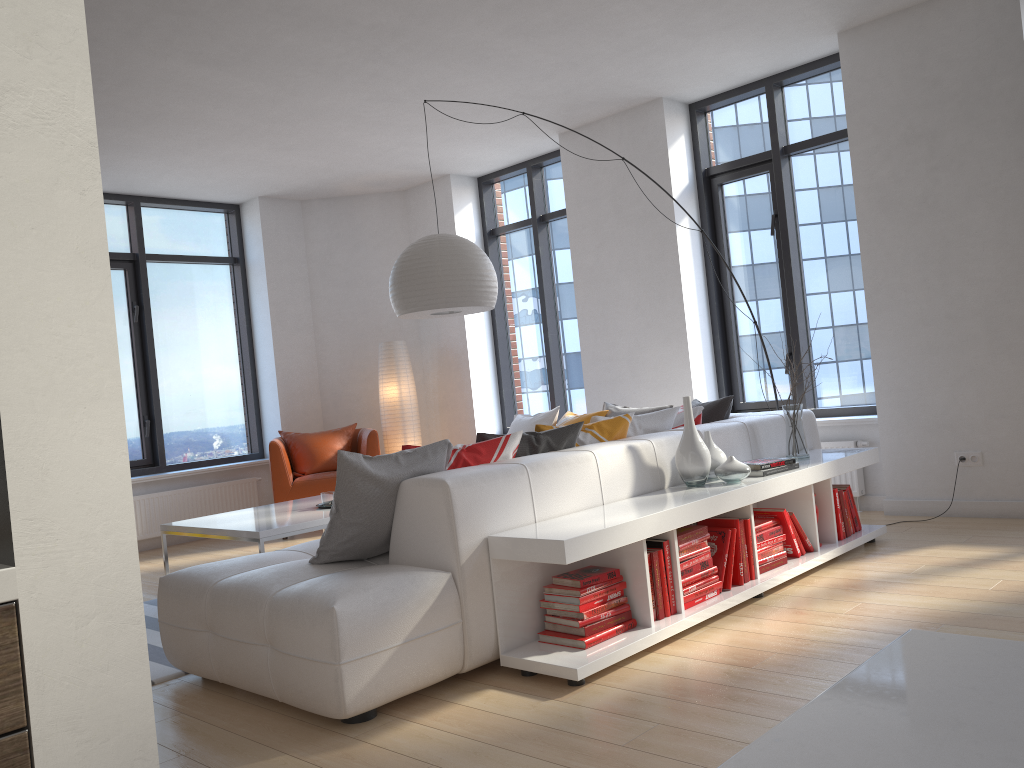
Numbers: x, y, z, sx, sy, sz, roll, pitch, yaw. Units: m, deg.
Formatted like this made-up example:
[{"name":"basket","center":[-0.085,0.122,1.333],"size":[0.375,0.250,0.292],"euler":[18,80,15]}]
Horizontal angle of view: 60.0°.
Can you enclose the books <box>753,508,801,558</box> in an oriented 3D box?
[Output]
[{"name":"books","center":[1.243,0.706,4.212],"size":[0.192,0.248,0.134],"euler":[-6,-1,44]}]

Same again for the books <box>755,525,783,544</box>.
[{"name":"books","center":[1.088,0.691,4.087],"size":[0.206,0.039,0.279],"euler":[-6,-1,43]}]

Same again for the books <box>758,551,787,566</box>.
[{"name":"books","center":[1.102,0.797,4.062],"size":[0.266,0.026,0.187],"euler":[-5,-1,-40]}]

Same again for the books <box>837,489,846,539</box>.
[{"name":"books","center":[1.607,0.666,4.561],"size":[0.185,0.262,0.056],"euler":[-6,-1,44]}]

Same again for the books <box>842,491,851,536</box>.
[{"name":"books","center":[1.654,0.669,4.606],"size":[0.175,0.247,0.066],"euler":[-6,-1,44]}]

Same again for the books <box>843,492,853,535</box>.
[{"name":"books","center":[1.675,0.674,4.635],"size":[0.165,0.230,0.081],"euler":[-6,-1,44]}]

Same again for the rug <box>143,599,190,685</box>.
[{"name":"rug","center":[-1.264,1.163,4.798],"size":[1.662,0.016,2.326],"euler":[-6,-1,44]}]

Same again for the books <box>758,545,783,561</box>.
[{"name":"books","center":[1.102,0.772,4.075],"size":[0.182,0.025,0.257],"euler":[-6,-1,44]}]

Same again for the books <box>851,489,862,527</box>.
[{"name":"books","center":[1.754,0.667,4.740],"size":[0.173,0.230,0.103],"euler":[-6,-1,44]}]

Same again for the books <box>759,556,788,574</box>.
[{"name":"books","center":[1.105,0.827,4.074],"size":[0.259,0.034,0.206],"euler":[-5,-1,-43]}]

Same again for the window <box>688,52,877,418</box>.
[{"name":"window","center":[1.968,-0.959,6.249],"size":[1.310,2.402,0.170],"euler":[-6,-1,44]}]

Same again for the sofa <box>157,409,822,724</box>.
[{"name":"sofa","center":[-0.289,0.703,4.788],"size":[2.614,0.732,3.424],"euler":[-6,-1,44]}]

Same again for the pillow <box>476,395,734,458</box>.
[{"name":"pillow","center":[0.552,0.345,4.527],"size":[0.608,0.436,2.120],"euler":[-6,-1,40]}]

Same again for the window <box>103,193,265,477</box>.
[{"name":"window","center":[-3.177,-0.425,7.693],"size":[0.170,2.402,1.960],"euler":[-6,-1,44]}]

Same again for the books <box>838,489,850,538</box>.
[{"name":"books","center":[1.626,0.669,4.592],"size":[0.199,0.252,0.076],"euler":[-6,-1,44]}]

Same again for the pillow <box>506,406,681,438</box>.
[{"name":"pillow","center":[0.265,0.377,5.360],"size":[0.580,0.456,2.156],"euler":[-6,0,-20]}]

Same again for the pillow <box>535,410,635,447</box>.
[{"name":"pillow","center":[0.309,0.389,5.043],"size":[0.630,0.440,2.095],"euler":[-6,0,1]}]

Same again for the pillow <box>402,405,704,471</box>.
[{"name":"pillow","center":[0.335,0.392,4.286],"size":[0.575,0.449,2.250],"euler":[-6,-1,41]}]

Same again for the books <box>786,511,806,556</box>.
[{"name":"books","center":[1.282,0.711,4.242],"size":[0.148,0.232,0.171],"euler":[-5,-1,-44]}]

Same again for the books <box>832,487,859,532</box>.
[{"name":"books","center":[1.710,0.662,4.688],"size":[0.187,0.249,0.119],"euler":[-6,-1,44]}]

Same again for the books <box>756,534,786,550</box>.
[{"name":"books","center":[1.104,0.723,4.077],"size":[0.261,0.027,0.191],"euler":[-5,-1,-42]}]

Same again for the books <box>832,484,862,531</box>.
[{"name":"books","center":[1.730,0.657,4.714],"size":[0.198,0.255,0.116],"euler":[-6,-1,44]}]

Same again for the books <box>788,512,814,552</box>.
[{"name":"books","center":[1.321,0.714,4.282],"size":[0.188,0.223,0.186],"euler":[-6,-1,44]}]

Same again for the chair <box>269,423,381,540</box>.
[{"name":"chair","center":[-1.577,0.788,7.535],"size":[0.896,0.858,0.843],"euler":[-6,0,-14]}]

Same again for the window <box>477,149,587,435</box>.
[{"name":"window","center":[0.321,-0.780,7.845],"size":[1.310,2.402,0.170],"euler":[-6,-1,44]}]

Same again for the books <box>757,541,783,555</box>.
[{"name":"books","center":[1.104,0.748,4.067],"size":[0.178,0.023,0.236],"euler":[-6,-1,44]}]

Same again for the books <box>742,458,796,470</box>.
[{"name":"books","center":[1.179,0.375,4.167],"size":[0.238,0.027,0.188],"euler":[-6,0,-33]}]

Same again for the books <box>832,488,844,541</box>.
[{"name":"books","center":[1.583,0.664,4.540],"size":[0.198,0.268,0.050],"euler":[-6,-1,44]}]

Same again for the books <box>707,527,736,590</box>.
[{"name":"books","center":[0.862,0.743,3.794],"size":[0.192,0.245,0.115],"euler":[-6,-1,44]}]

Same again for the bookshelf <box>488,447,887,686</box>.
[{"name":"bookshelf","center":[0.964,0.687,3.943],"size":[0.356,0.500,2.600],"euler":[-6,-1,44]}]

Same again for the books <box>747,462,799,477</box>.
[{"name":"books","center":[1.164,0.403,4.185],"size":[0.300,0.026,0.245],"euler":[-5,-1,-41]}]

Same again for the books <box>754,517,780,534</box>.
[{"name":"books","center":[1.062,0.658,4.100],"size":[0.227,0.032,0.301],"euler":[-6,-1,44]}]

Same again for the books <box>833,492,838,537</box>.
[{"name":"books","center":[1.564,0.674,4.508],"size":[0.168,0.250,0.026],"euler":[-6,-1,44]}]

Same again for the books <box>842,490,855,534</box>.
[{"name":"books","center":[1.689,0.672,4.655],"size":[0.178,0.233,0.083],"euler":[-6,-1,44]}]

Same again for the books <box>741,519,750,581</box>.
[{"name":"books","center":[0.947,0.727,3.894],"size":[0.188,0.266,0.028],"euler":[-6,-1,44]}]

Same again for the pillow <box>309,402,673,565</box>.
[{"name":"pillow","center":[0.028,0.393,4.447],"size":[0.647,0.453,2.953],"euler":[-6,0,32]}]
